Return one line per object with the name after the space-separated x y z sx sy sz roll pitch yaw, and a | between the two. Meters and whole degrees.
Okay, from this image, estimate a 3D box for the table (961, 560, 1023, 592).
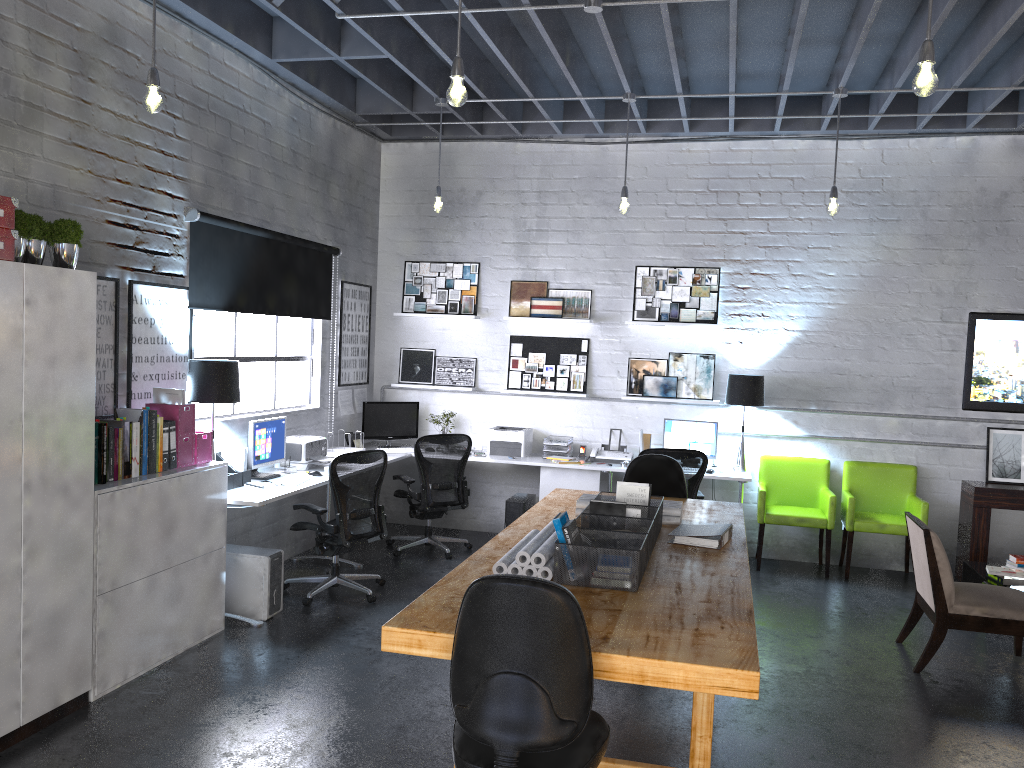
3.728 1.527 6.245 0.873 0.300 0.872 3 3 17 | table

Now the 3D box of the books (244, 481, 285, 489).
-1.609 0.656 5.776 0.212 0.010 0.170 5 3 40 | books

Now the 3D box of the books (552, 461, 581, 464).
0.471 0.676 7.720 0.211 0.014 0.148 1 3 -22 | books

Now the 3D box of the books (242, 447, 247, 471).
-1.857 0.541 5.921 0.177 0.246 0.026 3 4 13 | books

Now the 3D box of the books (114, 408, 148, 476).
-2.021 0.305 4.702 0.176 0.346 0.052 3 4 13 | books

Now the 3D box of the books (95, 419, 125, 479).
-2.062 0.334 4.539 0.159 0.299 0.026 3 4 13 | books

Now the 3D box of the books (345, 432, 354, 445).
-1.443 0.487 7.921 0.052 0.109 0.133 4 4 28 | books

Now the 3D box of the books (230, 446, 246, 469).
-1.862 0.541 5.918 0.175 0.245 0.026 3 4 14 | books

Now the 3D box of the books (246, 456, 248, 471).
-1.854 0.542 5.939 0.172 0.243 0.026 3 4 14 | books

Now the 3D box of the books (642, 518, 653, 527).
0.545 0.656 4.207 0.233 0.022 0.184 3 3 11 | books

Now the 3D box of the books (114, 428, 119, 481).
-2.069 0.353 4.487 0.161 0.266 0.026 3 4 13 | books

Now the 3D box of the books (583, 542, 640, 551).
0.415 0.660 3.660 0.250 0.022 0.205 3 3 18 | books

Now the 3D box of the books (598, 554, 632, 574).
0.387 0.677 3.342 0.127 0.022 0.181 3 3 9 | books

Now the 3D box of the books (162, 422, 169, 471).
-2.001 0.338 4.891 0.219 0.267 0.060 4 4 19 | books

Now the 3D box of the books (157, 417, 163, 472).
-1.981 0.324 4.832 0.159 0.299 0.026 3 4 13 | books

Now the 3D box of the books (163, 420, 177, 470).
-1.987 0.334 4.949 0.220 0.272 0.082 3 4 13 | books

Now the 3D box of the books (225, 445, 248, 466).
-1.855 0.540 5.935 0.179 0.248 0.026 3 4 14 | books

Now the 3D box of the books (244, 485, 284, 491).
-1.614 0.667 5.773 0.209 0.012 0.158 4 3 37 | books

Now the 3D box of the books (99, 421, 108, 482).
-2.106 0.336 4.425 0.182 0.302 0.034 3 4 13 | books

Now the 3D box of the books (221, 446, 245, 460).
-1.863 0.543 5.905 0.172 0.243 0.026 3 4 14 | books

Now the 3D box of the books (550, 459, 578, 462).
0.453 0.662 7.711 0.211 0.014 0.148 2 3 -12 | books

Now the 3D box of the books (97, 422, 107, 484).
-2.092 0.338 4.386 0.182 0.302 0.034 3 4 13 | books

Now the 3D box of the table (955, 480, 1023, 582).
4.388 1.255 7.096 1.410 0.820 0.403 3 3 13 | table

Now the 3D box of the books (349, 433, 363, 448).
-1.388 0.500 7.875 0.017 0.121 0.183 4 4 28 | books

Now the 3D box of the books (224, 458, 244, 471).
-1.843 0.578 5.877 0.134 0.176 0.020 3 4 14 | books

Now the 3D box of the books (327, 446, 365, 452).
-1.430 0.553 7.562 0.297 0.006 0.210 3 3 14 | books

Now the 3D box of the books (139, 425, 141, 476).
-2.033 0.346 4.665 0.161 0.266 0.027 3 4 13 | books

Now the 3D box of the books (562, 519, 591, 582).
0.244 0.627 3.352 0.097 0.209 0.157 3 3 13 | books

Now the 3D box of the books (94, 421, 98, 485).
-2.124 0.335 4.345 0.180 0.310 0.060 3 4 13 | books

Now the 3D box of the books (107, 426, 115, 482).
-2.085 0.349 4.457 0.167 0.275 0.037 3 4 13 | books

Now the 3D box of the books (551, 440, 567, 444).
0.424 0.527 8.048 0.134 0.008 0.203 2 3 -3 | books

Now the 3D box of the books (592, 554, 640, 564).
0.411 0.709 3.661 0.250 0.031 0.185 3 3 10 | books

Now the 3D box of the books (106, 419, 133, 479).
-2.050 0.335 4.579 0.170 0.294 0.057 3 4 13 | books

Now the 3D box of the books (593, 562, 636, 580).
0.392 0.699 3.347 0.141 0.021 0.203 3 3 15 | books

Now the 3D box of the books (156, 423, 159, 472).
-1.992 0.341 4.808 0.161 0.266 0.026 3 4 13 | books

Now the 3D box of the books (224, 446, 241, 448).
-1.863 0.541 5.913 0.175 0.245 0.026 3 4 14 | books

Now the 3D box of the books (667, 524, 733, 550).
0.875 0.692 4.109 0.244 0.067 0.298 4 3 23 | books

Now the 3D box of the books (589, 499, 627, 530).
0.413 0.610 3.837 0.158 0.214 0.063 3 4 13 | books

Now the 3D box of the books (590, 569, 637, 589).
0.387 0.723 3.349 0.155 0.029 0.225 3 3 14 | books

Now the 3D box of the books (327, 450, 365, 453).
-1.430 0.564 7.558 0.297 0.006 0.210 3 3 15 | books

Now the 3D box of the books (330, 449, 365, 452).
-1.431 0.558 7.557 0.297 0.006 0.210 3 3 13 | books

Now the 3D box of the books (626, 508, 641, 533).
0.487 0.626 3.852 0.143 0.188 0.061 3 4 13 | books

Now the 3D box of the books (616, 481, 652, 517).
0.597 0.593 4.378 0.171 0.211 0.046 3 4 13 | books

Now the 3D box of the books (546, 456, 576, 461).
0.427 0.647 7.713 0.211 0.014 0.148 4 3 28 | books

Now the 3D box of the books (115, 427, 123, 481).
-2.060 0.352 4.513 0.161 0.266 0.027 3 4 13 | books

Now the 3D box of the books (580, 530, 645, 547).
0.405 0.635 3.657 0.232 0.027 0.184 2 3 -14 | books

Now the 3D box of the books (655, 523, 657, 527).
0.553 0.683 4.213 0.249 0.031 0.184 3 3 15 | books

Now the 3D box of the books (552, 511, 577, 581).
0.216 0.612 3.374 0.108 0.234 0.166 3 3 14 | books

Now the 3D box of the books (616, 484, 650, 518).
0.587 0.601 4.349 0.158 0.200 0.082 3 4 13 | books

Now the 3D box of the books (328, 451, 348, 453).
-1.431 0.569 7.558 0.297 0.006 0.210 3 3 13 | books

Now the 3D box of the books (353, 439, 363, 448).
-1.366 0.532 7.875 0.037 0.076 0.102 4 4 28 | books

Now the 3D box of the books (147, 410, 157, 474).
-2.011 0.306 4.763 0.197 0.339 0.065 3 4 13 | books

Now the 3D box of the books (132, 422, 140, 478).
-2.035 0.337 4.629 0.174 0.286 0.044 3 4 13 | books

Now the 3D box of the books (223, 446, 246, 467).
-1.861 0.543 5.908 0.173 0.243 0.026 3 4 13 | books

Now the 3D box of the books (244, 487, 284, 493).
-1.612 0.679 5.771 0.213 0.012 0.158 5 3 38 | books

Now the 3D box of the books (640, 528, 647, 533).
0.487 0.661 3.992 0.248 0.021 0.176 3 3 13 | books

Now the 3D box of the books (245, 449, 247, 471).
-1.858 0.542 5.926 0.172 0.243 0.026 3 4 14 | books
